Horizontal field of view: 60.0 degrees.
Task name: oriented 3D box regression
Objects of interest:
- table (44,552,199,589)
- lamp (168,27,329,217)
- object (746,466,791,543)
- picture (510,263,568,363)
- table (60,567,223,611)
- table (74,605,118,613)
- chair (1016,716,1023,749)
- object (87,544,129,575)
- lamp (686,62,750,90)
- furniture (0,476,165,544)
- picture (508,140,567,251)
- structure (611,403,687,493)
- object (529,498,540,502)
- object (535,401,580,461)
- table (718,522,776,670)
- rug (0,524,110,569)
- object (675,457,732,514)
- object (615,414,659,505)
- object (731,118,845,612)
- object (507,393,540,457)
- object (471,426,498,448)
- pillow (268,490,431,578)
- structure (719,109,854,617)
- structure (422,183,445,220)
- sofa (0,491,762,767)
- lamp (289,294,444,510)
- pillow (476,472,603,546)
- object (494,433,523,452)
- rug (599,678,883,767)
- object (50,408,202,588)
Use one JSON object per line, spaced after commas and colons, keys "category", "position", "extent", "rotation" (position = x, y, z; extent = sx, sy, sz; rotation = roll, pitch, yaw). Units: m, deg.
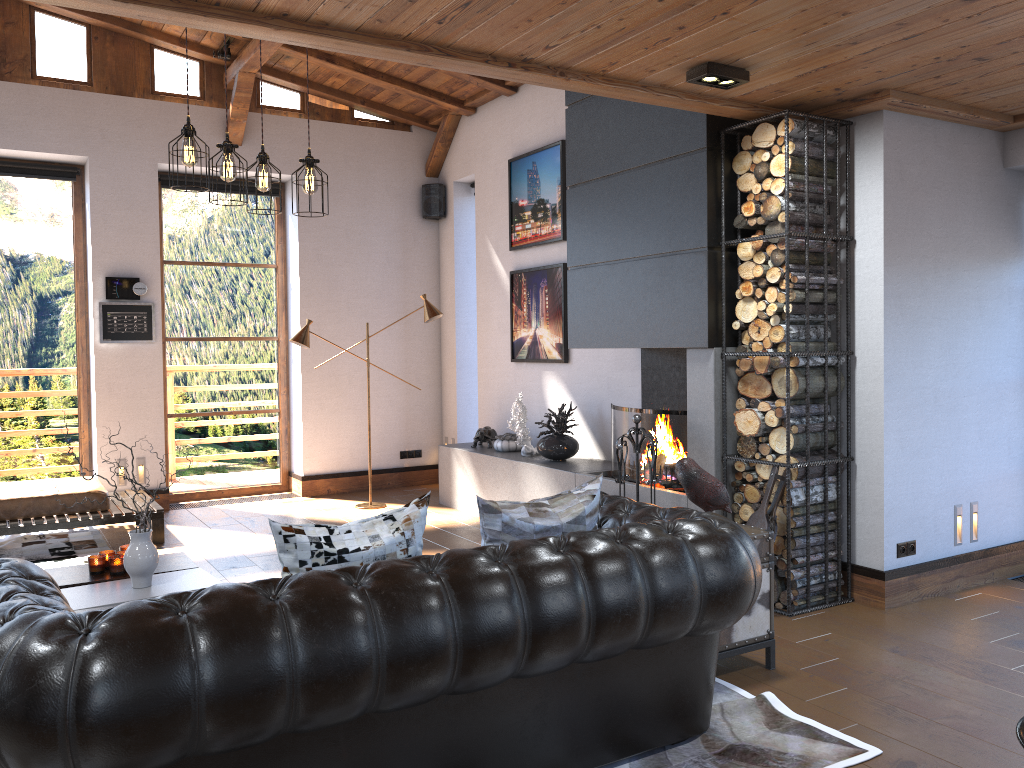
{"category": "table", "position": [-1.918, 1.080, 4.360], "extent": [0.657, 0.350, 0.396], "rotation": [-2, 2, -31]}
{"category": "lamp", "position": [-1.337, -1.973, 4.435], "extent": [0.812, 2.201, 0.258], "rotation": [-2, 2, -40]}
{"category": "object", "position": [1.308, 0.820, 4.688], "extent": [0.264, 0.794, 0.267], "rotation": [1, 2, 42]}
{"category": "picture", "position": [0.217, -0.591, 7.592], "extent": [0.036, 0.816, 0.870], "rotation": [-2, 2, -31]}
{"category": "table", "position": [-1.676, 1.092, 4.000], "extent": [0.658, 0.350, 0.396], "rotation": [-2, 3, -36]}
{"category": "table", "position": [-1.477, 1.106, 3.593], "extent": [0.656, 0.350, 0.396], "rotation": [-2, 2, -26]}
{"category": "chair", "position": [1.150, 0.998, 1.582], "extent": [0.445, 0.716, 0.437], "rotation": [-2, 2, -27]}
{"category": "object", "position": [-1.905, 0.864, 4.362], "extent": [0.246, 0.081, 0.303], "rotation": [0, 2, 8]}
{"category": "lamp", "position": [0.952, -1.430, 4.096], "extent": [0.264, 0.068, 0.154], "rotation": [-2, 3, -31]}
{"category": "furniture", "position": [-4.058, 0.987, 6.329], "extent": [2.789, 0.436, 1.163], "rotation": [-2, 3, -31]}
{"category": "picture", "position": [0.203, -1.584, 7.563], "extent": [0.036, 0.816, 0.870], "rotation": [-2, 2, -31]}
{"category": "structure", "position": [0.872, 0.410, 5.762], "extent": [0.185, 0.514, 0.972], "rotation": [-2, 2, -31]}
{"category": "object", "position": [0.244, 0.962, 5.930], "extent": [0.385, 0.431, 0.383], "rotation": [-1, 2, -5]}
{"category": "object", "position": [0.354, 0.364, 6.862], "extent": [0.334, 0.455, 0.341], "rotation": [-1, 2, -5]}
{"category": "table", "position": [0.875, 0.941, 3.930], "extent": [0.422, 0.609, 0.401], "rotation": [-2, 2, -31]}
{"category": "rug", "position": [-3.577, 1.224, 5.126], "extent": [2.458, 0.053, 3.769], "rotation": [-2, 3, -30]}
{"category": "object", "position": [0.844, 0.486, 3.914], "extent": [0.247, 0.319, 0.150], "rotation": [0, 2, 10]}
{"category": "object", "position": [0.744, 0.687, 5.249], "extent": [0.306, 1.017, 0.309], "rotation": [0, 2, 15]}
{"category": "object", "position": [1.521, -0.105, 4.913], "extent": [0.471, 2.611, 0.488], "rotation": [-2, 2, -31]}
{"category": "object", "position": [0.078, 0.326, 7.198], "extent": [0.256, 0.532, 0.431], "rotation": [0, 2, 28]}
{"category": "object", "position": [-0.241, 0.469, 7.887], "extent": [0.225, 0.183, 0.408], "rotation": [0, 2, 13]}
{"category": "pillow", "position": [-0.508, 0.582, 2.754], "extent": [0.534, 0.469, 0.280], "rotation": [-2, 2, -28]}
{"category": "structure", "position": [1.517, -0.111, 4.902], "extent": [0.517, 2.616, 0.496], "rotation": [-2, 2, -31]}
{"category": "structure", "position": [-0.801, -1.870, 9.094], "extent": [0.216, 0.349, 0.211], "rotation": [-2, 2, -31]}
{"category": "sofa", "position": [-0.359, 0.885, 2.909], "extent": [2.594, 0.838, 1.226], "rotation": [-2, 3, -32]}
{"category": "lamp", "position": [-1.272, 0.159, 7.874], "extent": [1.328, 1.898, 0.525], "rotation": [-1, 2, -10]}
{"category": "pillow", "position": [0.079, 0.560, 3.110], "extent": [0.534, 0.469, 0.280], "rotation": [-2, 2, -28]}
{"category": "object", "position": [-0.025, 0.492, 7.560], "extent": [0.261, 0.160, 0.278], "rotation": [-2, 3, -29]}
{"category": "rug", "position": [-1.050, 1.281, 3.039], "extent": [4.087, 0.053, 2.407], "rotation": [-2, 3, -30]}
{"category": "object", "position": [-1.726, 0.513, 4.004], "extent": [0.625, 0.808, 0.403], "rotation": [-1, 2, -20]}
